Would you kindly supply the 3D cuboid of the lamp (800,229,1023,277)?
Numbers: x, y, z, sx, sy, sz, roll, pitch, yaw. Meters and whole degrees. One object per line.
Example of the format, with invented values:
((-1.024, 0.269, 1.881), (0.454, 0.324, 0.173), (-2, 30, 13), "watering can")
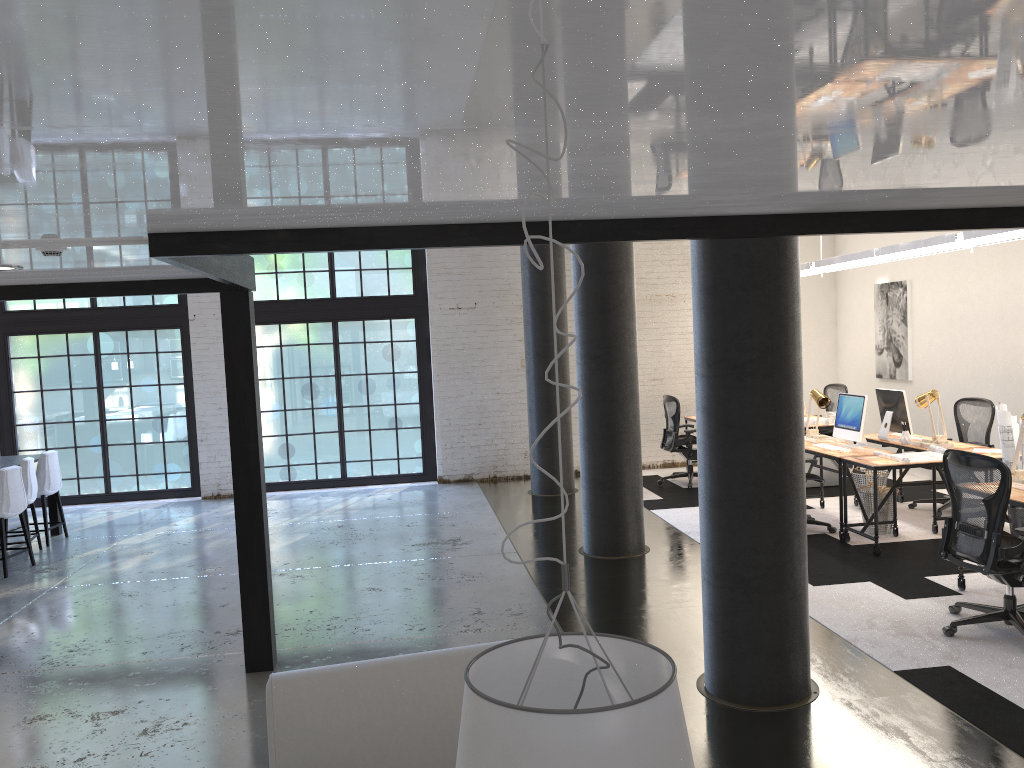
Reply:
((3.349, -2.499, 8.018), (0.226, 2.867, 7.296), (-3, 3, -7), "lamp")

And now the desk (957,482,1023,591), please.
((3.368, 1.061, 5.380), (0.529, 0.725, 1.400), (-3, 3, -7), "desk")

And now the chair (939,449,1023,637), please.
((2.892, 0.914, 5.214), (0.792, 1.087, 0.770), (-4, 4, -23), "chair")

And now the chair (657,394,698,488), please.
((2.125, 0.654, 10.730), (0.792, 1.087, 0.770), (-4, 4, -23), "chair")

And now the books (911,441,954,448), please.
((3.738, 0.536, 7.886), (0.225, 0.038, 0.308), (-3, 3, -7), "books")

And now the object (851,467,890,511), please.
((3.553, 1.029, 8.783), (0.353, 0.435, 0.358), (-3, 3, -11), "object")

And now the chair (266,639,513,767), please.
((-0.199, 1.339, 2.677), (1.006, 0.785, 1.025), (-4, 3, -16), "chair")

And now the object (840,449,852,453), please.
((2.929, 0.583, 7.778), (0.106, 0.029, 0.059), (-3, 3, -6), "object")

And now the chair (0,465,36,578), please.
((-4.599, 1.228, 7.856), (0.501, 0.985, 0.579), (-2, 4, 4), "chair")

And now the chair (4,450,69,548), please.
((-4.890, 1.182, 9.057), (0.501, 0.985, 0.579), (-3, 3, -1), "chair")

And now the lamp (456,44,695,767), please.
((0.074, 0.115, 1.361), (0.436, 1.348, 0.435), (-2, 4, 7), "lamp")

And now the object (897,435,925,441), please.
((3.833, 0.515, 8.432), (0.118, 0.018, 0.438), (-3, 3, -7), "object")

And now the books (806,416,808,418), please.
((3.377, 0.399, 10.539), (0.225, 0.038, 0.308), (-3, 3, -7), "books")

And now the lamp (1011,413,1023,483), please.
((3.363, 0.409, 5.714), (0.126, 0.470, 0.344), (-3, 3, -7), "lamp")

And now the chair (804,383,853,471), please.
((3.901, 0.550, 11.136), (0.792, 1.087, 0.770), (-4, 4, -23), "chair")

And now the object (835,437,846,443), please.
((3.133, 0.493, 8.445), (0.101, 0.127, 0.101), (0, 4, 38), "object")

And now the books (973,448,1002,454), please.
((3.982, 0.560, 7.393), (0.243, 0.019, 0.205), (-1, 3, 30), "books")

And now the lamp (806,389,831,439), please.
((2.957, 0.286, 8.579), (0.127, 0.470, 0.344), (-3, 3, -7), "lamp")

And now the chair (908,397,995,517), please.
((4.261, 0.687, 8.483), (0.792, 1.087, 0.770), (-4, 4, -23), "chair")

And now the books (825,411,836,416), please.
((3.641, 0.331, 9.982), (0.153, 0.030, 0.185), (-3, 3, -9), "books")

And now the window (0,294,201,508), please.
((-5.346, -1.003, 11.338), (2.490, 5.184, 0.137), (-3, 4, -7), "window")

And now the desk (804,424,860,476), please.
((3.148, 0.821, 9.983), (1.400, 0.725, 0.529), (-3, 3, -7), "desk")

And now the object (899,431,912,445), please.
((3.590, 0.490, 8.084), (0.101, 0.127, 0.101), (0, 4, 38), "object")

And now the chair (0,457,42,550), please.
((-4.811, 1.207, 8.472), (0.501, 0.985, 0.579), (-4, 4, -16), "chair")

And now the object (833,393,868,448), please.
((3.108, 0.332, 8.091), (0.189, 0.486, 0.483), (-3, 3, -7), "object")

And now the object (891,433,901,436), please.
((3.799, 0.494, 8.757), (0.106, 0.029, 0.059), (-3, 3, -6), "object")

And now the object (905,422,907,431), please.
((3.591, 0.449, 8.068), (0.054, 0.207, 0.008), (-6, 5, -42), "object")

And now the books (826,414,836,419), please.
((3.657, 0.362, 9.985), (0.193, 0.044, 0.257), (-2, 3, 10), "books")

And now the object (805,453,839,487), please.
((3.486, 0.934, 10.180), (0.544, 0.455, 0.221), (-3, 4, -7), "object")

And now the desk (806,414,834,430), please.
((3.441, 0.757, 10.993), (0.529, 0.725, 1.400), (-3, 3, -7), "desk")

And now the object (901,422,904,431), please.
((3.579, 0.447, 8.094), (0.008, 0.207, 0.054), (-4, 4, -24), "object")

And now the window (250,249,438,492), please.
((-2.360, -1.161, 11.706), (2.490, 5.184, 0.137), (-3, 4, -7), "window")

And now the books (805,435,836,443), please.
((2.989, 0.533, 8.648), (0.225, 0.038, 0.308), (-3, 3, -7), "books")

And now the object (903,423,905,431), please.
((3.578, 0.450, 8.070), (0.054, 0.207, 0.008), (-4, 4, -20), "object")

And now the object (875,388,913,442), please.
((3.599, 0.293, 8.415), (0.189, 0.486, 0.483), (-3, 3, -7), "object")

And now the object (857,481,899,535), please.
((3.224, 1.093, 7.820), (0.353, 0.435, 0.358), (-3, 3, -11), "object")

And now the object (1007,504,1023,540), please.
((4.016, 1.134, 6.832), (0.353, 0.399, 0.352), (0, 4, 38), "object")

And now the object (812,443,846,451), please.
((2.895, 0.575, 8.104), (0.118, 0.018, 0.438), (-3, 3, -7), "object")

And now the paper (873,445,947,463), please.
((3.367, 0.578, 7.320), (0.625, 0.061, 0.567), (-3, 3, -10), "paper")

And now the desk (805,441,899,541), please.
((2.961, 0.937, 8.244), (0.529, 0.725, 1.400), (-3, 3, -7), "desk")

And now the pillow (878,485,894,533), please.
((3.304, 1.102, 7.826), (0.119, 0.407, 0.239), (-3, 4, -6), "pillow")

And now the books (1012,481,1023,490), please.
((3.396, 0.656, 5.784), (0.225, 0.038, 0.308), (-3, 3, -7), "books")

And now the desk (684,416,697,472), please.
((2.601, 0.801, 10.896), (0.529, 0.725, 1.400), (-3, 3, -7), "desk")

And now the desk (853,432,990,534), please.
((3.802, 0.893, 8.340), (0.529, 0.725, 1.400), (-3, 3, -7), "desk")

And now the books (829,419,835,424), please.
((3.639, 0.411, 9.970), (0.200, 0.050, 0.271), (-3, 3, -10), "books")

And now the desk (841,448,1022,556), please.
((3.509, 0.957, 7.330), (1.400, 0.725, 0.529), (-3, 3, -7), "desk")

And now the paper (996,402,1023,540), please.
((3.981, 0.723, 6.823), (0.412, 1.199, 0.440), (-5, 4, -29), "paper")

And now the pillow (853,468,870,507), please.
((3.474, 1.047, 8.779), (0.119, 0.407, 0.239), (-3, 4, -6), "pillow")

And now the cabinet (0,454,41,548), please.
((-5.363, 1.287, 8.094), (1.370, 0.911, 2.689), (-3, 3, -7), "cabinet")

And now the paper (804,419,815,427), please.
((2.955, 0.419, 10.091), (0.083, 0.082, 1.134), (-5, 4, -32), "paper")

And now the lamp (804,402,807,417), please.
((3.387, 0.145, 10.576), (0.126, 0.470, 0.344), (-3, 3, -7), "lamp")

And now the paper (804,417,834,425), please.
((3.121, 0.410, 10.111), (0.083, 0.082, 1.134), (-6, 4, -42), "paper")

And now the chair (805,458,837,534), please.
((2.485, 0.790, 8.078), (0.792, 1.087, 0.770), (-4, 4, -23), "chair")

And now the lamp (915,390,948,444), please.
((3.747, 0.282, 7.923), (0.127, 0.470, 0.344), (-3, 3, -7), "lamp")

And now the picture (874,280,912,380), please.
((4.653, -0.649, 10.838), (0.049, 1.184, 0.730), (-3, 4, -7), "picture")
